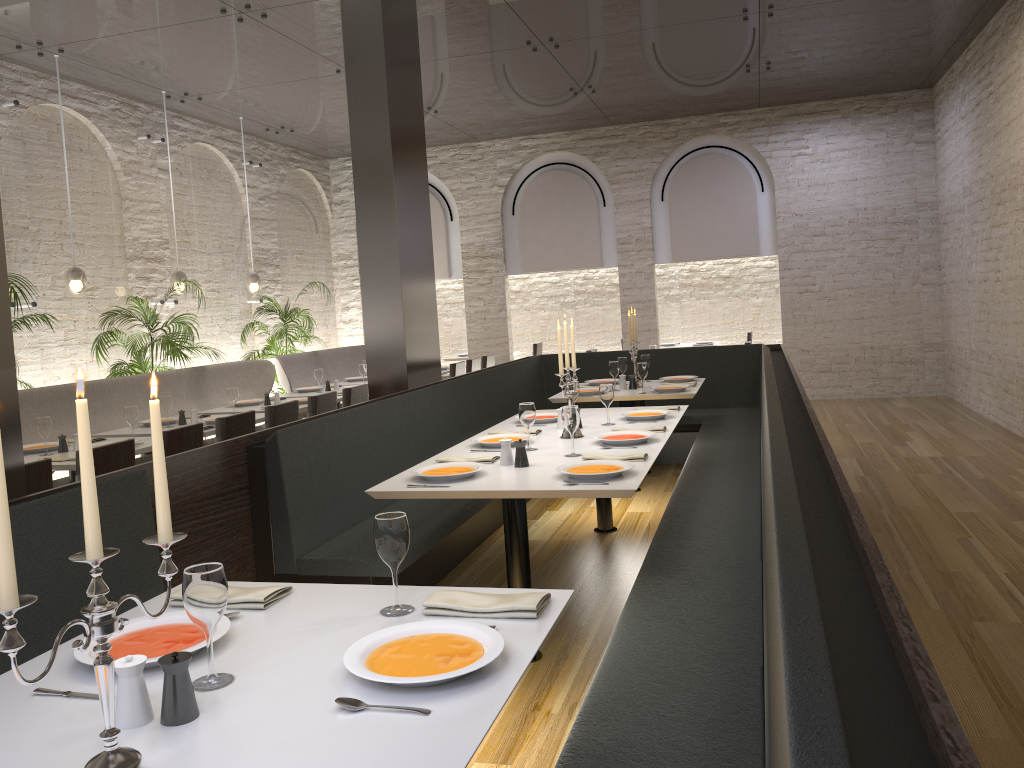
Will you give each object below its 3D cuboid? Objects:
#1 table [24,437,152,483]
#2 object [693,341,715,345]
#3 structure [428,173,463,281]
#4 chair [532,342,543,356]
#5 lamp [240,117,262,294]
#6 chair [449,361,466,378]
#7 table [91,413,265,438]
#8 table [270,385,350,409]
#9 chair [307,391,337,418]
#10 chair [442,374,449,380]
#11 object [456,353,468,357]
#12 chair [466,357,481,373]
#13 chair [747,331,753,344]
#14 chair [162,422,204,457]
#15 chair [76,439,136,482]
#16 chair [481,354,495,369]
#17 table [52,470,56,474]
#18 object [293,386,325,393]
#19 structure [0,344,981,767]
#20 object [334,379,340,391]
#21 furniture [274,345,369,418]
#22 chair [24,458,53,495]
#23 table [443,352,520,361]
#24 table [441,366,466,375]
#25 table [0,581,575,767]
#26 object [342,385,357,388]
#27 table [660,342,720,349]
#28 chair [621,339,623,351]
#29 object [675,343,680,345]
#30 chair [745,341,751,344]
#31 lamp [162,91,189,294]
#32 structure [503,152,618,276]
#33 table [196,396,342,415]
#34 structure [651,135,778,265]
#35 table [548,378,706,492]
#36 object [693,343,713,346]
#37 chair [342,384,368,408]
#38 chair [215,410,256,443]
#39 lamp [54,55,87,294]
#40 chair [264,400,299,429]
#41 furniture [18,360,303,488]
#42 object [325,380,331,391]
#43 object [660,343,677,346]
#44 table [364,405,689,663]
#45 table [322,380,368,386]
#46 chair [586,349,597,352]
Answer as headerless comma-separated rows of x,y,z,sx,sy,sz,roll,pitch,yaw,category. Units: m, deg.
-2.661,0.785,5.470,0.935,0.758,1.013,-3,4,16,table
2.779,-0.592,12.793,0.322,0.036,0.322,-8,6,-39,object
-1.514,-2.341,13.149,1.632,1.672,0.098,-3,3,16,structure
0.190,-0.164,13.540,0.565,0.904,0.413,-3,3,16,chair
-3.069,-2.068,10.301,0.178,2.037,0.178,-4,3,-5,lamp
-0.796,0.220,9.799,0.565,0.904,0.413,-3,3,16,chair
-2.350,0.669,6.587,0.935,0.758,1.013,-3,4,16,table
-1.737,0.440,8.788,0.935,0.758,1.013,-3,4,16,table
-1.633,0.532,6.794,0.565,0.904,0.413,-3,3,16,chair
-1.071,-0.113,13.895,0.565,0.904,0.413,-3,3,16,chair
-0.719,-0.450,13.781,0.322,0.036,0.322,-8,6,-39,object
-0.646,0.164,10.338,0.565,0.904,0.413,-3,3,16,chair
3.185,-0.286,12.696,0.565,0.904,0.413,-3,3,16,chair
-2.093,0.703,5.143,0.565,0.904,0.413,-3,3,16,chair
-2.252,0.763,4.571,0.565,0.904,0.413,-3,3,16,chair
-0.491,0.107,10.893,0.565,0.904,0.413,-3,3,16,chair
-2.973,0.901,4.351,0.935,0.758,1.013,-3,4,16,table
-2.024,0.058,8.844,0.322,0.036,0.321,-7,6,-37,object
-0.114,0.699,3.136,2.370,0.998,10.780,-2,5,16,structure
-1.730,0.008,8.736,0.059,0.109,0.059,-6,4,-39,object
-1.989,0.122,10.722,0.707,1.095,2.592,-3,5,16,furniture
-2.403,0.819,4.028,0.565,0.904,0.413,-3,3,16,chair
-0.432,-0.067,13.725,0.935,0.758,1.013,-3,4,16,table
-1.136,0.216,10.946,0.935,0.758,1.013,-3,4,16,table
-0.690,1.030,1.117,1.100,0.758,2.546,-3,5,16,table
-1.508,0.037,8.697,0.322,0.036,0.321,-7,6,-37,object
2.550,-0.188,12.885,0.935,0.758,1.013,-3,4,16,table
1.924,-0.235,13.051,0.565,0.904,0.413,-3,3,16,chair
2.372,-0.599,13.265,0.272,0.033,0.143,-2,5,16,object
2.464,-0.017,10.108,0.565,0.904,0.413,-3,3,16,chair
-3.440,-1.929,8.967,0.178,2.037,0.178,-4,3,-5,lamp
0.659,-2.430,12.536,1.632,1.672,0.098,-3,3,16,structure
-2.036,0.552,7.713,0.935,0.758,1.013,-3,4,16,table
2.697,-2.512,11.962,1.632,1.672,0.098,-3,3,16,structure
0.982,0.407,7.119,1.100,0.758,1.192,-3,4,16,table
2.681,-0.549,12.448,0.272,0.033,0.143,-2,5,16,object
-1.481,0.475,7.340,0.565,0.904,0.413,-3,3,16,chair
-1.943,0.647,5.682,0.565,0.904,0.413,-3,3,16,chair
-3.820,-1.788,7.605,0.178,2.037,0.178,-4,3,1,lamp
-1.792,0.591,6.224,0.565,0.904,0.413,-3,3,16,chair
-2.975,0.489,7.186,0.708,1.095,4.489,-3,5,16,furniture
-1.810,0.016,8.711,0.059,0.109,0.059,-6,4,-39,object
2.263,-0.571,12.941,0.322,0.036,0.322,-8,6,-39,object
0.297,0.662,4.661,1.100,0.758,2.546,-3,5,16,table
-1.441,0.330,9.849,0.935,0.758,1.013,-3,4,16,table
1.203,0.034,10.463,0.565,0.904,0.413,-3,3,16,chair
